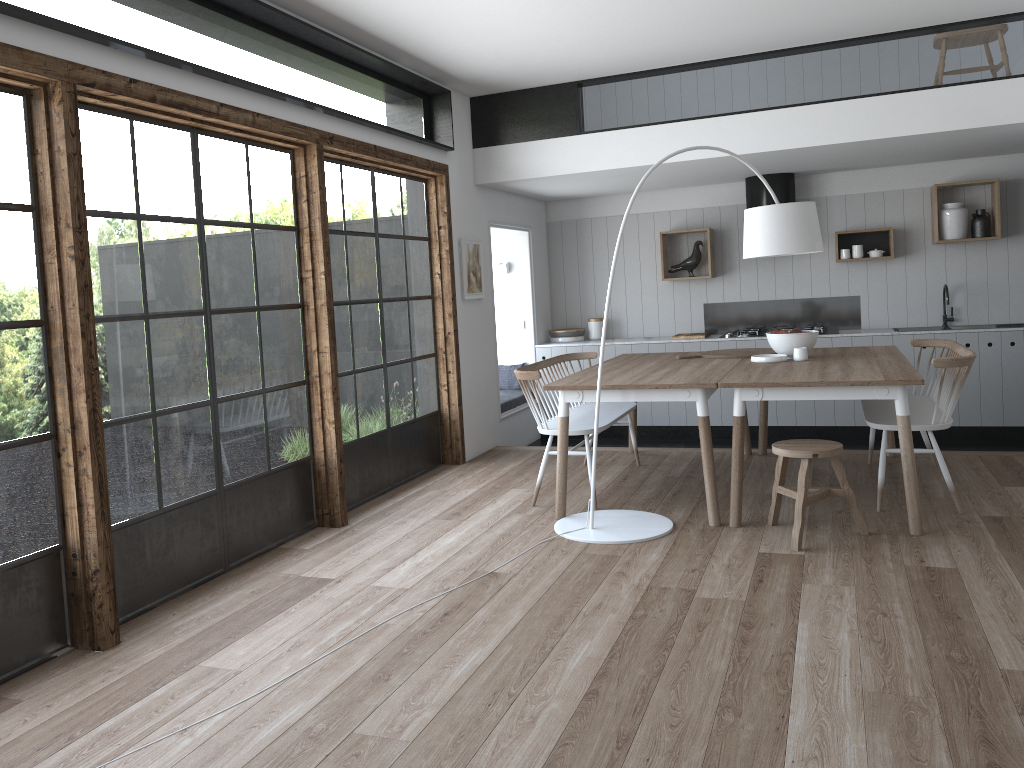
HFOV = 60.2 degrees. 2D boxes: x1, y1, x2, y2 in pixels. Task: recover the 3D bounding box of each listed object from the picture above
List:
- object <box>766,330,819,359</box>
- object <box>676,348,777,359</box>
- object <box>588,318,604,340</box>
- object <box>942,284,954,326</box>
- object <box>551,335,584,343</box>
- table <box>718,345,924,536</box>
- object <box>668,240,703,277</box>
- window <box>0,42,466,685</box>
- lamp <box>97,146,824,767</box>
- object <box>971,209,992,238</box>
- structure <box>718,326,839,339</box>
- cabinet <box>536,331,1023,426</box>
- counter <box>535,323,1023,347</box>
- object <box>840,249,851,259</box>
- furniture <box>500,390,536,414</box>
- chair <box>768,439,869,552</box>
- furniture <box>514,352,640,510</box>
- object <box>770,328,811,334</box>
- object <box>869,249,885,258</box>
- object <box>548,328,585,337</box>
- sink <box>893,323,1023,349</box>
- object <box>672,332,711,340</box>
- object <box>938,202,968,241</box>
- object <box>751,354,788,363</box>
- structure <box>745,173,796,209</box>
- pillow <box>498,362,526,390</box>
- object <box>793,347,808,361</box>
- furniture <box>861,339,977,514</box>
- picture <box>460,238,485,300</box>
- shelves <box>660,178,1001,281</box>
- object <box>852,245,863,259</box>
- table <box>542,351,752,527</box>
[{"bbox_3d":[1.763,-0.244,5.550,0.320,0.164,0.310,-2,6,18],"label":"object"},{"bbox_3d":[1.550,-0.207,6.010,0.614,0.023,0.660,2,8,43],"label":"object"},{"bbox_3d":[0.823,-0.534,8.619,0.153,0.212,0.156,-4,4,-10],"label":"object"},{"bbox_3d":[3.655,-0.649,7.388,0.092,0.373,0.285,-2,4,20],"label":"object"},{"bbox_3d":[0.543,-0.443,8.671,0.318,0.055,0.334,-7,7,-29],"label":"object"},{"bbox_3d":[1.848,0.239,5.268,0.953,0.747,2.012,-2,6,21],"label":"table"},{"bbox_3d":[1.618,-1.159,8.231,0.341,0.333,0.137,-2,4,23],"label":"object"},{"bbox_3d":[-1.390,-0.198,4.221,0.164,2.249,5.325,-2,6,20],"label":"window"},{"bbox_3d":[-0.212,-0.116,3.811,5.088,2.018,0.897,-9,6,-43],"label":"lamp"},{"bbox_3d":[3.873,-1.321,7.287,0.162,0.235,0.151,-2,4,19],"label":"object"},{"bbox_3d":[2.360,-0.463,7.826,1.001,0.048,0.546,-1,6,22],"label":"structure"},{"bbox_3d":[3.131,-0.026,7.232,6.236,0.746,0.010,-1,3,22],"label":"cabinet"},{"bbox_3d":[3.202,-0.445,7.476,6.240,0.020,0.571,-1,7,22],"label":"counter"},{"bbox_3d":[2.883,-1.121,7.646,0.081,0.088,0.086,-6,5,-33],"label":"object"},{"bbox_3d":[-0.211,0.154,8.072,0.607,0.115,1.036,-1,6,21],"label":"furniture"},{"bbox_3d":[1.497,0.517,4.278,0.436,0.448,0.481,-3,5,8],"label":"chair"},{"bbox_3d":[0.449,0.249,5.709,0.554,0.808,1.341,-2,5,20],"label":"furniture"},{"bbox_3d":[1.761,-0.265,5.545,0.247,0.167,0.241,-5,5,-18],"label":"object"},{"bbox_3d":[3.122,-1.123,7.576,0.128,0.073,0.109,-3,5,0],"label":"object"},{"bbox_3d":[0.540,-0.501,8.668,0.354,0.065,0.367,-6,6,-19],"label":"object"},{"bbox_3d":[3.776,-0.383,7.213,1.199,0.166,0.446,-1,6,22],"label":"sink"},{"bbox_3d":[1.647,-0.440,8.108,0.296,0.030,0.394,-1,6,21],"label":"object"},{"bbox_3d":[3.669,-1.350,7.358,0.227,0.300,0.230,-4,4,-6],"label":"object"},{"bbox_3d":[1.585,-0.157,5.447,0.215,0.035,0.215,-4,6,0],"label":"object"},{"bbox_3d":[2.296,-1.599,7.840,0.407,0.866,0.423,-5,4,-22],"label":"structure"},{"bbox_3d":[-0.043,-0.054,8.479,0.410,0.292,0.178,-1,4,22],"label":"pillow"},{"bbox_3d":[1.748,-0.179,5.352,0.085,0.078,0.082,-2,5,21],"label":"object"},{"bbox_3d":[2.337,0.193,5.135,0.554,0.808,1.341,-2,5,20],"label":"furniture"},{"bbox_3d":[-0.316,-0.905,6.954,0.030,0.469,0.428,-2,4,20],"label":"picture"},{"bbox_3d":[3.107,-1.255,7.602,3.644,0.796,0.295,-1,4,22],"label":"shelves"},{"bbox_3d":[2.977,-1.137,7.606,0.088,0.115,0.084,-2,4,21],"label":"object"},{"bbox_3d":[0.966,0.255,5.633,0.953,0.747,2.012,-2,6,21],"label":"table"}]
